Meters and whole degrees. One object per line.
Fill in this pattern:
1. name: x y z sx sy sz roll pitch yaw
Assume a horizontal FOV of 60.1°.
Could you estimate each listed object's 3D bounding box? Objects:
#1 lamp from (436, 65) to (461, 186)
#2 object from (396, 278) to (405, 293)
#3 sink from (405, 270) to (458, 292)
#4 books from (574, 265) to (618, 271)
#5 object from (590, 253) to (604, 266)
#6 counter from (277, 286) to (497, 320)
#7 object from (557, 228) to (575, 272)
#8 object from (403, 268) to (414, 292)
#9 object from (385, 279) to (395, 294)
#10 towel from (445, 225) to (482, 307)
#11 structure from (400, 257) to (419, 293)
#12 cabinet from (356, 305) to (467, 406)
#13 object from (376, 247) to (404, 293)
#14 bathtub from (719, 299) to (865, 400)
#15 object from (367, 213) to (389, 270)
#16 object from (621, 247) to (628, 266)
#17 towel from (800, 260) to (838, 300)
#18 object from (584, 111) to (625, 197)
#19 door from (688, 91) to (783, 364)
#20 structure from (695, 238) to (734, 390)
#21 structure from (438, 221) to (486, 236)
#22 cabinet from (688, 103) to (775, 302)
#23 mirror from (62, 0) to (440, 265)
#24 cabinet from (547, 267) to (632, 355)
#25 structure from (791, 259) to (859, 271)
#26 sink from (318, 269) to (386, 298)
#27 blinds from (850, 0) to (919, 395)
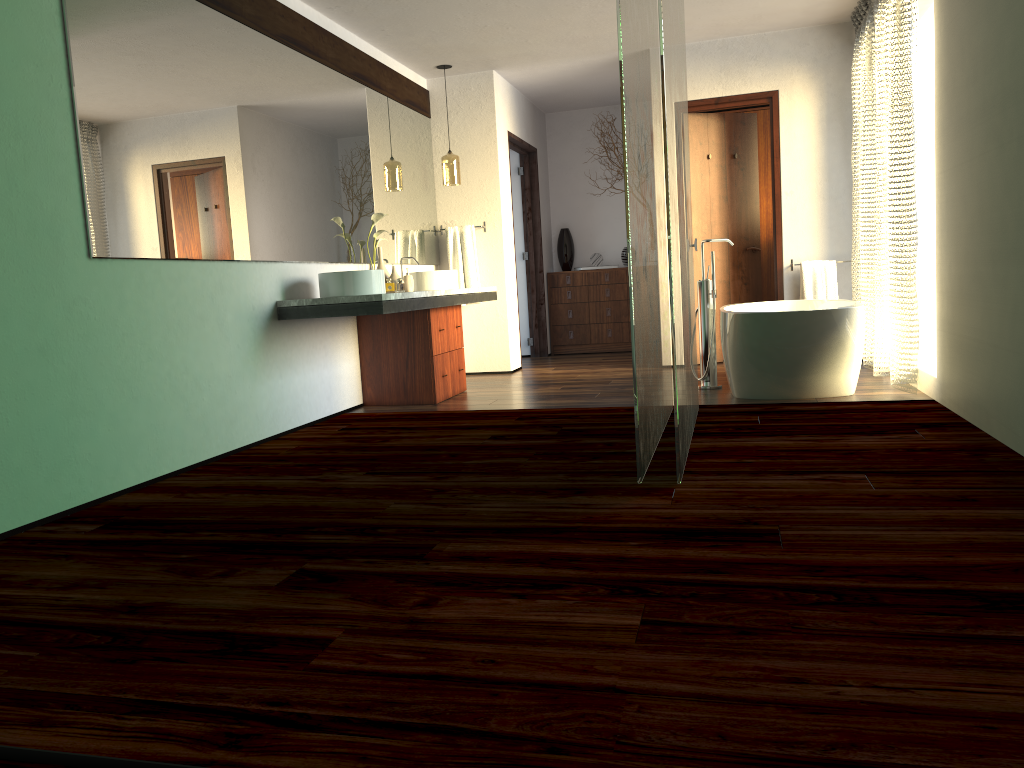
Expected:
1. lamp: -0.480 -1.938 6.661 0.136 0.867 0.142 -7 7 -32
2. object: -0.710 -0.627 5.622 0.039 0.090 0.056 -1 7 25
3. sink: -0.551 -0.709 6.099 0.355 0.130 0.359 -4 6 -7
4. books: 0.873 -1.128 8.576 0.494 0.034 0.249 -5 6 -9
5. object: 0.820 -1.203 8.575 0.132 0.131 0.129 -2 6 11
6. counter: -0.663 -0.526 5.572 0.595 0.101 2.230 -2 7 14
7. object: 0.526 -1.308 8.648 0.174 0.417 0.167 0 7 28
8. object: -0.676 -0.677 5.760 0.070 0.158 0.071 -4 6 -2
9. object: -0.778 -0.618 5.597 0.065 0.092 0.039 -6 7 -24
10. towel: -0.385 -0.926 6.965 0.264 0.636 0.157 1 7 33
11. structure: -0.720 -0.756 6.113 0.167 0.242 0.065 -1 7 20
12. cabinet: -0.632 -0.206 5.810 0.519 0.599 0.651 -2 7 15
13. object: -0.805 -0.738 5.729 0.246 0.305 0.117 2 8 42
14. bathtub: 1.620 -0.221 5.199 0.775 0.485 1.600 -2 7 14
15. object: -0.860 -0.826 5.653 0.187 0.504 0.245 -4 6 -7
16. object: 1.115 -1.220 8.485 0.136 0.200 0.142 -7 7 -30
17. towel: 2.182 -0.558 6.291 0.260 0.637 0.154 -4 6 -1
18. object: 1.007 -1.826 8.328 0.715 1.449 0.843 -7 7 -31
19. door: 1.641 -1.130 6.702 0.740 1.946 0.458 -2 6 16
20. structure: 1.177 -0.424 5.395 0.239 0.897 0.283 -8 8 -35
21. structure: -0.398 -1.230 6.994 0.374 0.088 0.101 -2 7 16
22. cabinet: 2.298 -1.505 7.794 1.503 2.363 0.354 -2 6 16
23. mirror: -1.099 -1.281 5.129 0.017 1.152 4.028 -2 7 14
24. cabinet: 0.958 -0.712 8.552 1.154 0.800 0.397 -2 6 16
25. structure: 2.222 -0.859 6.272 0.459 0.088 0.101 -2 7 16
26. sink: -0.869 -0.545 4.814 0.363 0.130 0.352 -2 7 18
27. blinds: 2.171 -1.208 5.195 0.183 2.336 2.099 -2 6 14
